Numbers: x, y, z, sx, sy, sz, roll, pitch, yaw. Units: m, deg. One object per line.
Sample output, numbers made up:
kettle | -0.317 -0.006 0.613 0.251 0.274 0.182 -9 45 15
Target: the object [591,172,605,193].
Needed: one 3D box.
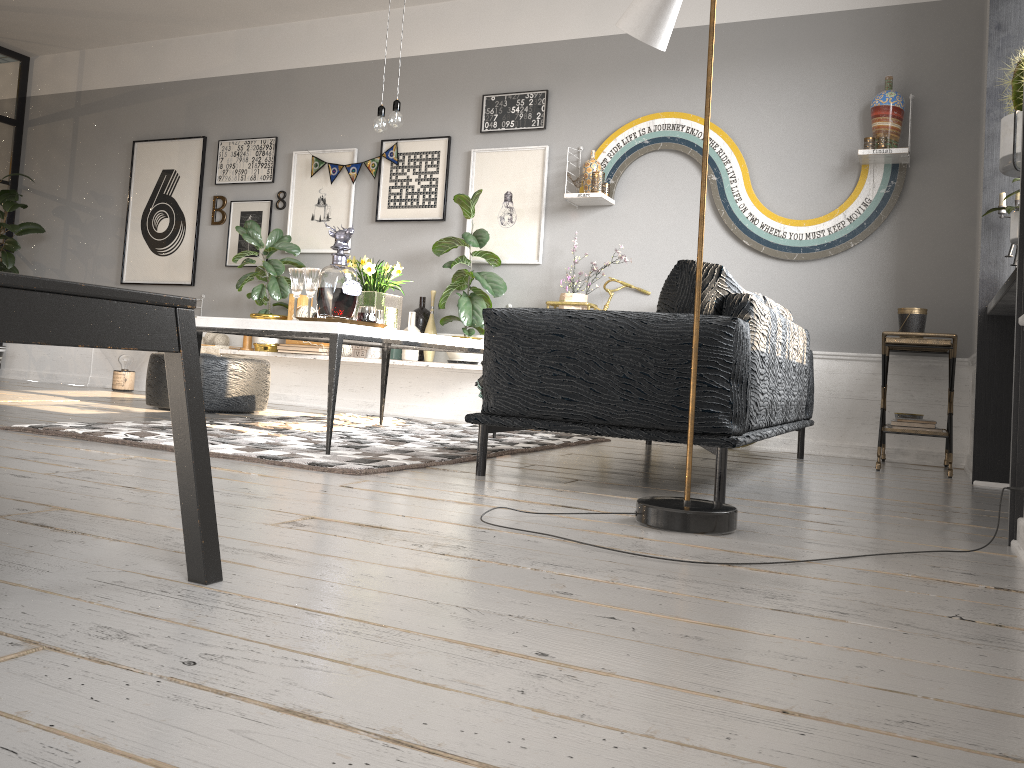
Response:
object | 0.543 -1.266 5.598 0.086 0.140 0.085 3 -2 17

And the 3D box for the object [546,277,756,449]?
object | 0.828 -0.142 5.372 1.627 0.973 0.425 4 -2 16

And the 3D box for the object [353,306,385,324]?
object | -0.687 -0.280 3.706 0.279 0.087 0.246 4 0 3

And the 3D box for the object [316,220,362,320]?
object | -0.687 -0.447 3.521 0.156 0.418 0.148 1 -4 44

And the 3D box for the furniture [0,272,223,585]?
furniture | -1.306 0.034 1.586 1.671 0.457 0.464 4 -1 25

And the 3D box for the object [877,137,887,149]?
object | 2.042 -1.329 4.880 0.050 0.058 0.050 3 -1 15

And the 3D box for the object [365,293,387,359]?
object | -0.953 -0.419 6.255 0.155 0.485 0.136 3 -3 24

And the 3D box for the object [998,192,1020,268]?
object | 2.146 -0.587 3.786 0.162 0.492 0.145 5 -3 -29

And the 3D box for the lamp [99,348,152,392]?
lamp | -3.116 -0.162 7.125 0.431 0.439 0.433 5 -1 -43

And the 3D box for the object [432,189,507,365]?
object | -0.283 -0.706 5.918 0.415 1.154 0.566 5 -3 -26

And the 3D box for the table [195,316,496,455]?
table | -0.689 0.011 4.094 0.733 0.512 1.451 4 0 25

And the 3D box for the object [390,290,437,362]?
object | -0.673 -0.402 6.109 0.285 0.490 0.331 4 -2 -15

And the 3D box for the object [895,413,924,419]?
object | 2.106 0.195 4.697 0.146 0.073 0.145 4 0 11

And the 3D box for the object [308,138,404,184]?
object | -1.200 -1.650 6.615 0.915 0.340 0.057 4 -3 24

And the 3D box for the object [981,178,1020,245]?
object | 1.458 -0.471 2.486 0.247 0.204 0.170 3 -1 27

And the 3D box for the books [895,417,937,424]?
books | 2.038 0.185 4.473 0.178 0.013 0.293 4 1 22

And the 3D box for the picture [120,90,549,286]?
picture | -3.913 -1.600 5.666 7.302 1.800 4.027 4 0 25

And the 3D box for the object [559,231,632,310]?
object | 0.485 -0.647 5.546 0.488 0.643 0.252 2 -3 42

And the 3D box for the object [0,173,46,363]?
object | -5.052 -0.949 6.134 1.012 1.798 3.885 3 0 24

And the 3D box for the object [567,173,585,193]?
object | 0.405 -1.287 5.647 0.060 0.166 0.197 5 -1 -32

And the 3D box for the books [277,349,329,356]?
books | -1.472 -0.226 6.460 0.368 0.021 0.295 4 1 19

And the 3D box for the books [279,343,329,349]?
books | -1.481 -0.273 6.473 0.379 0.017 0.228 4 1 22

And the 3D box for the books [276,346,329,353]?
books | -1.484 -0.251 6.462 0.384 0.029 0.259 4 1 26

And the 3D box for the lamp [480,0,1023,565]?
lamp | 0.628 -0.475 2.126 1.248 1.708 0.677 3 -3 23

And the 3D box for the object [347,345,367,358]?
object | -1.065 -0.274 6.398 0.265 0.174 0.078 4 -2 31

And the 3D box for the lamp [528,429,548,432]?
lamp | 0.152 0.077 5.438 0.431 0.439 0.433 4 -1 -35

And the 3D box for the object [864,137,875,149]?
object | 1.995 -1.333 4.939 0.060 0.079 0.060 3 -2 13

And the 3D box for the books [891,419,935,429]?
books | 2.029 0.202 4.473 0.202 0.023 0.297 4 1 25

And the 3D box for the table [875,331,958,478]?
table | 2.079 0.097 4.547 0.339 0.681 0.740 3 -1 25

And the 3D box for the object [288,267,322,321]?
object | -0.861 -0.363 3.651 0.168 0.228 0.082 3 -3 36

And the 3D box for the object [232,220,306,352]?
object | -1.802 -0.721 6.584 0.510 0.966 0.544 3 -2 10

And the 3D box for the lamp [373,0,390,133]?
lamp | -1.242 -2.017 4.229 1.395 1.541 0.074 4 -3 -6

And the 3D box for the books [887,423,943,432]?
books | 2.027 0.221 4.462 0.230 0.016 0.284 4 1 19

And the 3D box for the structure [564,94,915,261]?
structure | 1.292 -1.236 5.322 2.025 0.958 0.266 4 -2 25

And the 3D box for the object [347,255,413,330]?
object | -0.641 -0.419 4.101 0.325 0.352 0.350 3 -1 27

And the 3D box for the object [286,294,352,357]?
object | -1.362 -0.424 6.426 0.546 0.441 0.237 3 -2 25

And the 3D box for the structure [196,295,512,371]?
structure | -1.335 -0.394 6.443 2.779 0.488 0.307 4 -2 25

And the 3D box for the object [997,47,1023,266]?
object | 1.569 -0.699 2.643 0.228 0.672 0.235 4 -3 -5

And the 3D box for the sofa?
sofa | 0.723 -0.031 3.903 0.971 0.799 2.334 3 0 24

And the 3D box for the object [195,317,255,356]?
object | -2.269 -0.368 6.841 0.786 0.307 0.328 4 -1 26

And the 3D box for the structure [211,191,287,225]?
structure | -2.093 -1.397 7.034 0.740 0.264 0.024 4 -3 25

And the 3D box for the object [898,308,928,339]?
object | 1.985 -0.293 4.400 0.138 0.161 0.141 4 -1 -27

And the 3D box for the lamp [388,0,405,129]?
lamp | -1.154 -2.009 4.122 1.395 1.541 0.074 4 -3 -6

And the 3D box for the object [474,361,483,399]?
object | 0.204 -0.034 3.476 0.491 0.330 0.665 4 0 20

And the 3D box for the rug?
rug | -0.753 0.244 4.352 1.772 0.034 2.519 4 1 25

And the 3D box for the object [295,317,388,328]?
object | -0.683 -0.247 3.573 0.247 0.015 0.317 4 1 25

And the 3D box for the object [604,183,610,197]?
object | 0.596 -1.236 5.657 0.062 0.082 0.062 4 -2 0

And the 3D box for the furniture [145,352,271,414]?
furniture | -1.894 -0.015 5.540 0.736 0.358 0.733 4 0 12
